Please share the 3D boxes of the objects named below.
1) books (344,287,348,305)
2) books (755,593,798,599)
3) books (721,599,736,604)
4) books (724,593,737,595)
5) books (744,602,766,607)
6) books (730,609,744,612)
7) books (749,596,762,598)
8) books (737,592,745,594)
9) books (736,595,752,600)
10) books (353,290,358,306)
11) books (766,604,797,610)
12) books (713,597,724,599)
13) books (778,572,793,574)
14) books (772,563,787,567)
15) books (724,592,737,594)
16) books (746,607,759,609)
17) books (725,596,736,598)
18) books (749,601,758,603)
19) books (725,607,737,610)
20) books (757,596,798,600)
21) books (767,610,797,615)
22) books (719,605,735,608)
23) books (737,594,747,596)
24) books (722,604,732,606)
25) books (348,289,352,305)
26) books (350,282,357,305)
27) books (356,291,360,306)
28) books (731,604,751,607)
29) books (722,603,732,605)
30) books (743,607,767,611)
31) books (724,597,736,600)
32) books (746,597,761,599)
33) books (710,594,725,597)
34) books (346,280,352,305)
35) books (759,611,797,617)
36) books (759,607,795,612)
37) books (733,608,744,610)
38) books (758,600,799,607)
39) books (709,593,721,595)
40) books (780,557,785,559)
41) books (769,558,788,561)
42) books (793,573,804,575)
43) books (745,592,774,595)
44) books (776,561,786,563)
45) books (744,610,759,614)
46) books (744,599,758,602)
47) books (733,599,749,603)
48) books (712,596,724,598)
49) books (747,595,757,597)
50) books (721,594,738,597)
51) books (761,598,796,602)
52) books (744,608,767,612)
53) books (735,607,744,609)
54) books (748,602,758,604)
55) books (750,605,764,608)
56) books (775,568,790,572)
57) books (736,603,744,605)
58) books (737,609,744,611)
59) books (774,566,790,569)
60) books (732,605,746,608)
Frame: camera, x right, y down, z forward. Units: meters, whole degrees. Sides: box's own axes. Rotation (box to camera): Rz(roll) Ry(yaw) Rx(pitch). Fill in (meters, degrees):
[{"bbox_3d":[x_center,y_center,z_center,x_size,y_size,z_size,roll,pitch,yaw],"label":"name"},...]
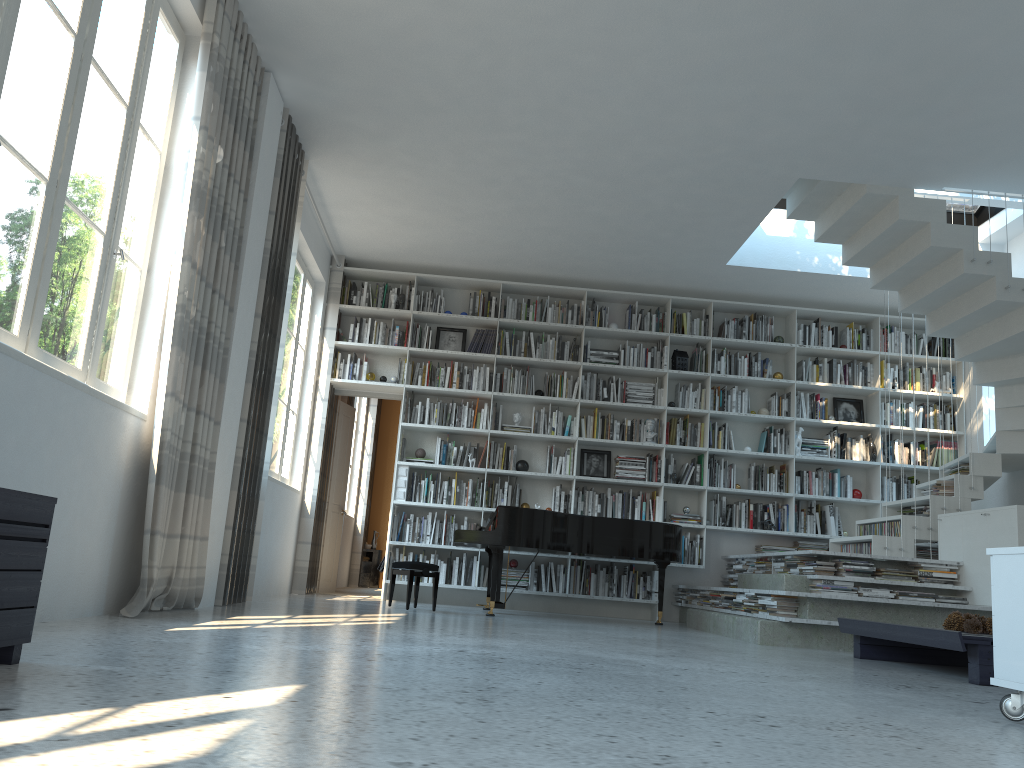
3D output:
[{"bbox_3d":[-1.634,-0.833,8.785,0.023,0.222,0.151,5,-12,-2],"label":"books"},{"bbox_3d":[1.758,1.409,5.892,0.192,0.014,0.257,6,-12,-6],"label":"books"},{"bbox_3d":[1.720,1.666,6.772,0.160,0.025,0.244,6,-12,-7],"label":"books"},{"bbox_3d":[1.736,1.613,6.783,0.157,0.007,0.269,5,-12,-2],"label":"books"},{"bbox_3d":[1.744,1.540,6.177,0.191,0.015,0.246,5,-12,-1],"label":"books"},{"bbox_3d":[1.718,1.656,6.460,0.193,0.005,0.225,6,-12,-6],"label":"books"},{"bbox_3d":[1.769,1.494,6.187,0.133,0.008,0.285,6,-12,-6],"label":"books"},{"bbox_3d":[1.749,1.535,6.486,0.157,0.014,0.216,4,-12,0],"label":"books"},{"bbox_3d":[1.749,1.568,6.480,0.141,0.028,0.223,6,-12,-7],"label":"books"},{"bbox_3d":[-1.547,-0.810,8.774,0.028,0.186,0.182,5,-12,-2],"label":"books"},{"bbox_3d":[1.786,1.478,5.880,0.137,0.019,0.225,5,-12,-1],"label":"books"},{"bbox_3d":[1.715,1.717,7.078,0.155,0.009,0.298,5,-12,-1],"label":"books"},{"bbox_3d":[2.241,1.517,7.110,0.136,0.013,0.258,5,-12,-2],"label":"books"},{"bbox_3d":[2.222,1.457,7.121,0.174,0.029,0.251,5,-12,-4],"label":"books"},{"bbox_3d":[1.733,1.605,6.784,0.160,0.008,0.239,5,-12,-1],"label":"books"},{"bbox_3d":[1.754,1.565,6.172,0.170,0.006,0.269,5,-12,-2],"label":"books"},{"bbox_3d":[1.736,1.634,6.779,0.150,0.008,0.218,5,-12,-3],"label":"books"},{"bbox_3d":[1.767,1.528,6.180,0.131,0.007,0.292,6,-12,-6],"label":"books"},{"bbox_3d":[1.725,1.719,6.761,0.142,0.012,0.292,4,-12,2],"label":"books"},{"bbox_3d":[1.764,1.421,5.890,0.176,0.010,0.267,6,-12,-6],"label":"books"},{"bbox_3d":[1.788,1.512,5.873,0.132,0.014,0.205,5,-12,-2],"label":"books"},{"bbox_3d":[1.705,1.700,6.764,0.189,0.009,0.291,4,-12,1],"label":"books"},{"bbox_3d":[1.748,1.548,6.484,0.139,0.013,0.289,4,-12,3],"label":"books"},{"bbox_3d":[1.725,1.693,6.766,0.147,0.008,0.291,6,-12,-6],"label":"books"},{"bbox_3d":[-1.598,-0.817,8.777,0.024,0.194,0.167,5,-12,-2],"label":"books"},{"bbox_3d":[-1.570,-0.853,8.780,0.025,0.268,0.177,5,-12,-2],"label":"books"},{"bbox_3d":[-1.518,-0.807,8.800,0.031,0.195,0.145,5,-12,-2],"label":"books"},{"bbox_3d":[1.726,1.619,6.468,0.189,0.013,0.215,5,-12,-4],"label":"books"},{"bbox_3d":[1.716,1.683,6.768,0.177,0.011,0.220,4,-12,0],"label":"books"},{"bbox_3d":[1.739,1.569,6.171,0.191,0.006,0.275,4,-12,0],"label":"books"},{"bbox_3d":[1.732,1.646,6.776,0.142,0.017,0.240,6,-12,-6],"label":"books"},{"bbox_3d":[1.757,1.500,6.186,0.175,0.006,0.252,5,-12,-2],"label":"books"},{"bbox_3d":[1.704,1.696,7.082,0.165,0.014,0.236,6,-12,-7],"label":"books"},{"bbox_3d":[-1.613,-0.864,8.783,0.014,0.285,0.175,5,-12,-2],"label":"books"},{"bbox_3d":[1.757,1.525,5.869,0.184,0.017,0.231,4,-12,0],"label":"books"},{"bbox_3d":[1.753,1.493,5.875,0.187,0.017,0.206,4,-12,3],"label":"books"},{"bbox_3d":[1.735,1.645,6.463,0.171,0.005,0.298,5,-12,-3],"label":"books"},{"bbox_3d":[1.768,1.454,5.884,0.156,0.027,0.288,6,-12,-7],"label":"books"},{"bbox_3d":[1.702,1.683,7.084,0.179,0.012,0.250,5,-12,-5],"label":"books"},{"bbox_3d":[2.243,1.407,7.132,0.134,0.014,0.181,4,-12,3],"label":"books"},{"bbox_3d":[2.212,1.418,7.128,0.192,0.014,0.257,6,-12,-6],"label":"books"},{"bbox_3d":[2.243,1.464,6.808,0.142,0.020,0.231,4,-12,3],"label":"books"},{"bbox_3d":[1.749,1.471,6.191,0.182,0.016,0.257,4,-12,1],"label":"books"},{"bbox_3d":[2.234,1.435,7.126,0.145,0.017,0.209,6,-12,-7],"label":"books"},{"bbox_3d":[1.733,1.588,6.166,0.191,0.016,0.209,4,-12,3],"label":"books"},{"bbox_3d":[1.747,1.517,6.182,0.168,0.013,0.282,6,-12,-7],"label":"books"},{"bbox_3d":[1.732,1.589,6.475,0.180,0.016,0.183,5,-12,-5],"label":"books"},{"bbox_3d":[1.712,1.708,7.080,0.169,0.009,0.242,5,-12,-2],"label":"books"},{"bbox_3d":[1.749,1.483,6.188,0.178,0.010,0.196,4,-12,3],"label":"books"},{"bbox_3d":[1.721,1.622,6.780,0.170,0.014,0.281,5,-12,-5],"label":"books"},{"bbox_3d":[1.770,1.434,5.888,0.165,0.015,0.243,4,-12,2],"label":"books"},{"bbox_3d":[1.745,1.577,6.169,0.178,0.009,0.277,5,-12,-4],"label":"books"},{"bbox_3d":[1.737,1.638,6.465,0.159,0.009,0.276,4,-12,1],"label":"books"},{"bbox_3d":[1.757,1.532,6.179,0.150,0.004,0.291,4,-12,2],"label":"books"},{"bbox_3d":[1.763,1.556,6.175,0.154,0.014,0.197,5,-12,-2],"label":"books"},{"bbox_3d":[2.225,1.498,7.113,0.167,0.024,0.192,5,-12,-1],"label":"books"},{"bbox_3d":[1.751,1.610,6.471,0.145,0.010,0.267,5,-12,-3],"label":"books"},{"bbox_3d":[1.738,1.652,6.462,0.147,0.008,0.237,4,-12,3],"label":"books"},{"bbox_3d":[2.215,1.478,7.116,0.178,0.015,0.188,4,-12,3],"label":"books"},{"bbox_3d":[1.731,1.630,6.466,0.180,0.008,0.268,5,-12,-3],"label":"books"}]
